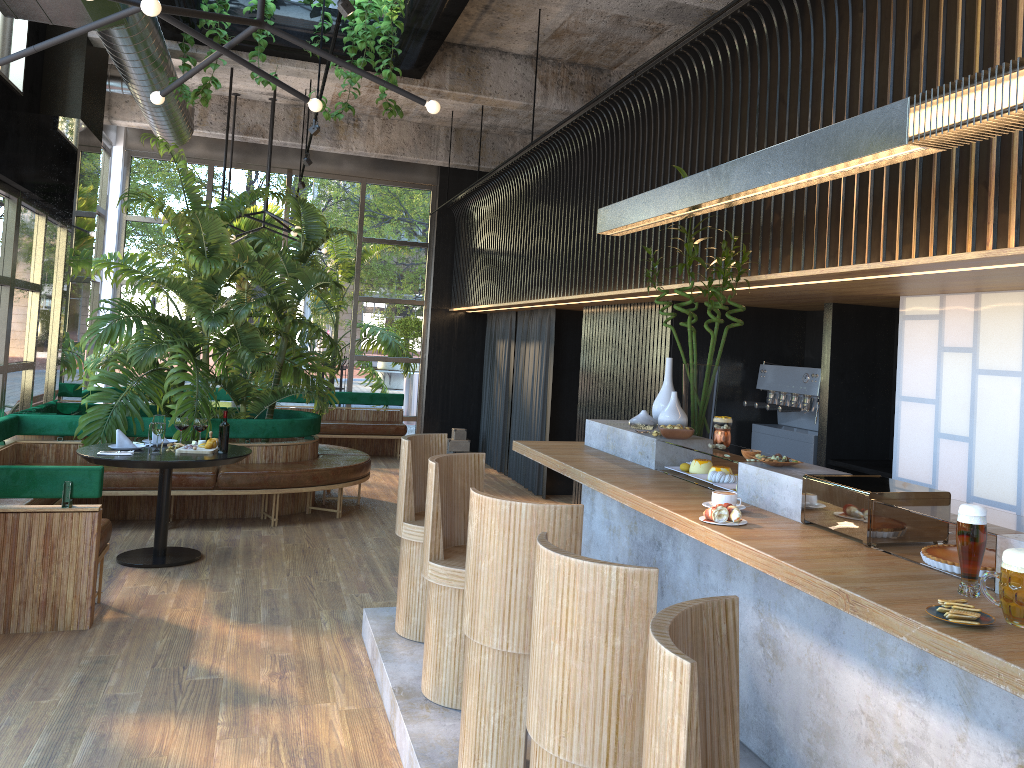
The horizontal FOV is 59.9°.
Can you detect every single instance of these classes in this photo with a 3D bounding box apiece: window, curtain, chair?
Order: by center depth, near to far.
[{"bbox_3d":[0.498,0.950,1.616,0.526,0.971,0.567,3,-1,29],"label":"chair"},{"bbox_3d":[0.310,0.907,2.342,0.525,0.971,0.569,3,-1,33],"label":"chair"},{"bbox_3d":[-0.533,-1.762,2.377,4.260,6.497,19.793,4,2,-16],"label":"window"},{"bbox_3d":[0.101,0.860,3.107,0.543,0.971,0.550,3,-1,6],"label":"chair"},{"bbox_3d":[-0.111,0.816,3.804,0.572,0.971,0.522,4,-1,-42],"label":"chair"},{"bbox_3d":[-0.321,0.769,4.564,0.555,0.971,0.539,3,-1,-8],"label":"chair"},{"bbox_3d":[-0.003,0.091,10.928,0.125,2.060,3.183,4,1,-16],"label":"curtain"}]

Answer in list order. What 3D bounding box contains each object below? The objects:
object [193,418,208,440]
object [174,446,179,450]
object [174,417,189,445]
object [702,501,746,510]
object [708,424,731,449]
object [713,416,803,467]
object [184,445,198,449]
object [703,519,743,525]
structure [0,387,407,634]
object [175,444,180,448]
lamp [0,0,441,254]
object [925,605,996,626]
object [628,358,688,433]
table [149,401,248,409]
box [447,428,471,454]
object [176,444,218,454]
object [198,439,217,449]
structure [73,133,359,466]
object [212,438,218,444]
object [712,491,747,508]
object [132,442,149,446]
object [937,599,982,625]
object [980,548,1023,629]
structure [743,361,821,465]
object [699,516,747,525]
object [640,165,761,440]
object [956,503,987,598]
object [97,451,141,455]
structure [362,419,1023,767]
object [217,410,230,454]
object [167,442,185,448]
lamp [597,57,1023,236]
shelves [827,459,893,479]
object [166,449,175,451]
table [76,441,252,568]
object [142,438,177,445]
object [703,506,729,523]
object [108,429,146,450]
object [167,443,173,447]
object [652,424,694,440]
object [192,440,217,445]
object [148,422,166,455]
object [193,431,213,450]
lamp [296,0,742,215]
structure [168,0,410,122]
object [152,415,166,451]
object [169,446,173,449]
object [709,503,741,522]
[{"bbox_3d":[-2.274,0.353,6.474,0.106,0.201,0.098,4,-1,-29],"label":"object"},{"bbox_3d":[-2.341,0.447,6.198,0.033,0.031,0.039,3,1,8],"label":"object"},{"bbox_3d":[-2.411,0.345,6.469,0.106,0.201,0.098,4,-1,-29],"label":"object"},{"bbox_3d":[0.788,0.461,3.300,0.165,0.020,0.155,2,3,-21],"label":"object"},{"bbox_3d":[0.952,0.239,4.077,0.087,0.107,0.159,3,1,29],"label":"object"},{"bbox_3d":[0.984,0.239,3.826,0.215,0.134,0.787,3,2,-9],"label":"object"},{"bbox_3d":[-2.253,0.439,6.240,0.104,0.013,0.216,3,3,-12],"label":"object"},{"bbox_3d":[0.734,0.473,3.081,0.119,0.005,0.124,4,3,22],"label":"object"},{"bbox_3d":[0.396,0.756,2.674,6.205,1.549,19.554,3,3,-16],"label":"structure"},{"bbox_3d":[-2.364,0.441,6.283,0.033,0.032,0.036,3,0,-20],"label":"object"},{"bbox_3d":[0.697,-2.003,3.072,5.233,1.823,18.377,3,3,-16],"label":"lamp"},{"bbox_3d":[1.029,0.536,2.040,0.143,0.013,0.157,6,4,44],"label":"object"},{"bbox_3d":[0.807,0.061,4.657,0.307,0.398,0.328,3,0,31],"label":"object"},{"bbox_3d":[-3.449,0.607,9.867,1.148,0.751,1.051,2,1,-37],"label":"table"},{"bbox_3d":[-0.718,0.820,11.870,0.344,0.443,0.269,4,-1,-29],"label":"box"},{"bbox_3d":[-2.200,0.457,6.263,0.242,0.019,0.348,3,3,-7],"label":"object"},{"bbox_3d":[-2.151,0.418,6.276,0.162,0.064,0.099,5,2,43],"label":"object"},{"bbox_3d":[-2.797,-0.578,8.468,2.529,3.441,2.560,4,-1,-33],"label":"structure"},{"bbox_3d":[-2.175,0.423,6.473,0.060,0.072,0.204,3,2,-26],"label":"object"},{"bbox_3d":[0.810,0.434,3.307,0.138,0.064,0.106,2,2,-38],"label":"object"},{"bbox_3d":[-2.722,0.424,6.364,0.245,0.019,0.164,5,3,32],"label":"object"},{"bbox_3d":[1.032,0.521,2.043,0.094,0.041,0.145,4,2,17],"label":"object"},{"bbox_3d":[1.171,0.464,2.045,0.114,0.172,0.132,4,0,-24],"label":"object"},{"bbox_3d":[2.096,0.641,6.593,0.565,1.596,0.814,4,-1,-17],"label":"structure"},{"bbox_3d":[0.734,0.475,3.085,0.169,0.005,0.165,3,3,-6],"label":"object"},{"bbox_3d":[0.999,-0.358,4.714,0.654,1.552,0.600,3,-2,21],"label":"object"},{"bbox_3d":[1.175,0.423,2.273,0.073,0.232,0.076,3,-2,15],"label":"object"},{"bbox_3d":[-2.601,0.453,5.886,0.262,0.019,0.153,2,3,-18],"label":"object"},{"bbox_3d":[2.954,0.806,2.673,6.012,1.731,6.927,2,2,-17],"label":"structure"},{"bbox_3d":[-2.007,0.332,6.192,0.069,0.299,0.068,3,-2,-1],"label":"object"},{"bbox_3d":[-2.386,0.439,6.341,0.100,0.028,0.126,3,2,-2],"label":"object"},{"bbox_3d":[2.694,-1.731,2.778,5.141,2.133,6.524,2,2,-23],"label":"lamp"},{"bbox_3d":[2.509,0.563,5.726,0.538,0.035,0.844,2,3,-17],"label":"shelves"},{"bbox_3d":[-2.367,0.457,6.147,0.064,0.013,0.144,2,3,-22],"label":"object"},{"bbox_3d":[-2.421,0.835,6.168,1.051,0.751,1.149,4,1,41],"label":"table"},{"bbox_3d":[-2.571,0.371,6.496,0.243,0.139,0.223,2,2,-34],"label":"object"},{"bbox_3d":[0.702,0.445,3.063,0.063,0.059,0.071,3,1,-27],"label":"object"},{"bbox_3d":[-2.654,0.383,6.133,0.243,0.139,0.223,2,2,-34],"label":"object"},{"bbox_3d":[-2.444,0.438,6.349,0.024,0.025,0.046,3,2,2],"label":"object"},{"bbox_3d":[0.796,0.232,4.402,0.194,0.073,0.226,3,2,3],"label":"object"},{"bbox_3d":[-2.206,0.424,6.361,0.197,0.038,0.062,4,1,15],"label":"object"},{"bbox_3d":[-2.384,0.367,5.952,0.103,0.209,0.108,3,-1,17],"label":"object"},{"bbox_3d":[-2.152,0.392,6.183,0.145,0.124,0.096,3,0,-36],"label":"object"},{"bbox_3d":[-1.384,-2.449,6.756,3.902,1.531,9.743,3,3,-19],"label":"lamp"},{"bbox_3d":[-1.651,-2.895,7.419,2.139,1.518,1.433,3,0,11],"label":"structure"},{"bbox_3d":[-2.434,0.338,6.108,0.096,0.245,0.088,4,-2,-35],"label":"object"},{"bbox_3d":[-2.397,0.447,6.242,0.033,0.019,0.037,3,2,-5],"label":"object"},{"bbox_3d":[0.749,0.446,3.095,0.125,0.060,0.073,5,1,41],"label":"object"}]
